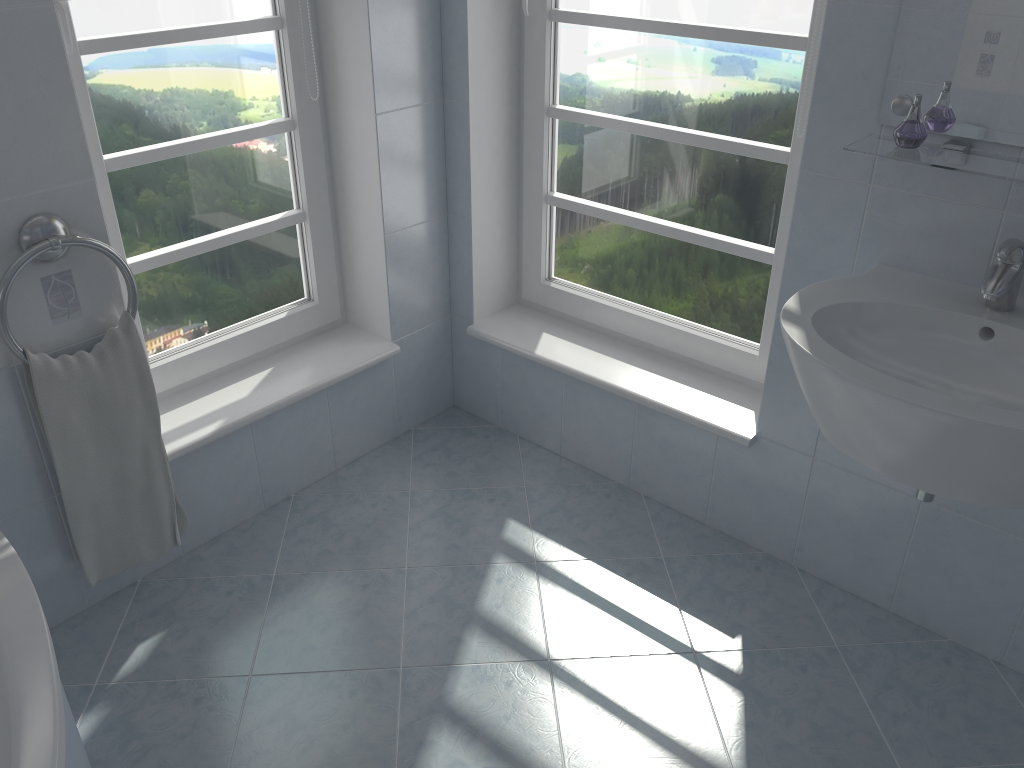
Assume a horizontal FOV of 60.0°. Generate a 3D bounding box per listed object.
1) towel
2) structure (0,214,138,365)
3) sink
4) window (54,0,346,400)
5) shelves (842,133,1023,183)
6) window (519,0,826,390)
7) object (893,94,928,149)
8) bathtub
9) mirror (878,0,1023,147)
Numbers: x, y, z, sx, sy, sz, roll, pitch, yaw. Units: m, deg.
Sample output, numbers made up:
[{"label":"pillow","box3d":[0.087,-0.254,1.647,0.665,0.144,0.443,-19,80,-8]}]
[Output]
[{"label":"towel","box3d":[-0.900,0.157,2.008,0.083,0.635,0.280,24,37,35]},{"label":"structure","box3d":[-0.919,-0.184,1.826,0.051,0.332,0.291,23,37,35]},{"label":"sink","box3d":[0.785,0.014,1.577,0.634,0.489,0.533,23,37,35]},{"label":"window","box3d":[-0.762,-0.949,2.008,0.142,2.067,0.758,23,37,35]},{"label":"shelves","box3d":[0.899,-0.351,1.521,0.620,0.045,0.170,23,37,35]},{"label":"window","box3d":[0.386,-1.007,2.116,0.963,2.067,0.142,23,37,35]},{"label":"object","box3d":[0.731,-0.479,1.616,0.059,0.094,0.059,7,30,11]},{"label":"bathtub","box3d":[-1.078,0.877,0.922,1.578,0.670,1.596,23,37,35]},{"label":"mirror","box3d":[0.951,-0.704,1.390,0.620,0.680,0.012,23,37,35]}]
